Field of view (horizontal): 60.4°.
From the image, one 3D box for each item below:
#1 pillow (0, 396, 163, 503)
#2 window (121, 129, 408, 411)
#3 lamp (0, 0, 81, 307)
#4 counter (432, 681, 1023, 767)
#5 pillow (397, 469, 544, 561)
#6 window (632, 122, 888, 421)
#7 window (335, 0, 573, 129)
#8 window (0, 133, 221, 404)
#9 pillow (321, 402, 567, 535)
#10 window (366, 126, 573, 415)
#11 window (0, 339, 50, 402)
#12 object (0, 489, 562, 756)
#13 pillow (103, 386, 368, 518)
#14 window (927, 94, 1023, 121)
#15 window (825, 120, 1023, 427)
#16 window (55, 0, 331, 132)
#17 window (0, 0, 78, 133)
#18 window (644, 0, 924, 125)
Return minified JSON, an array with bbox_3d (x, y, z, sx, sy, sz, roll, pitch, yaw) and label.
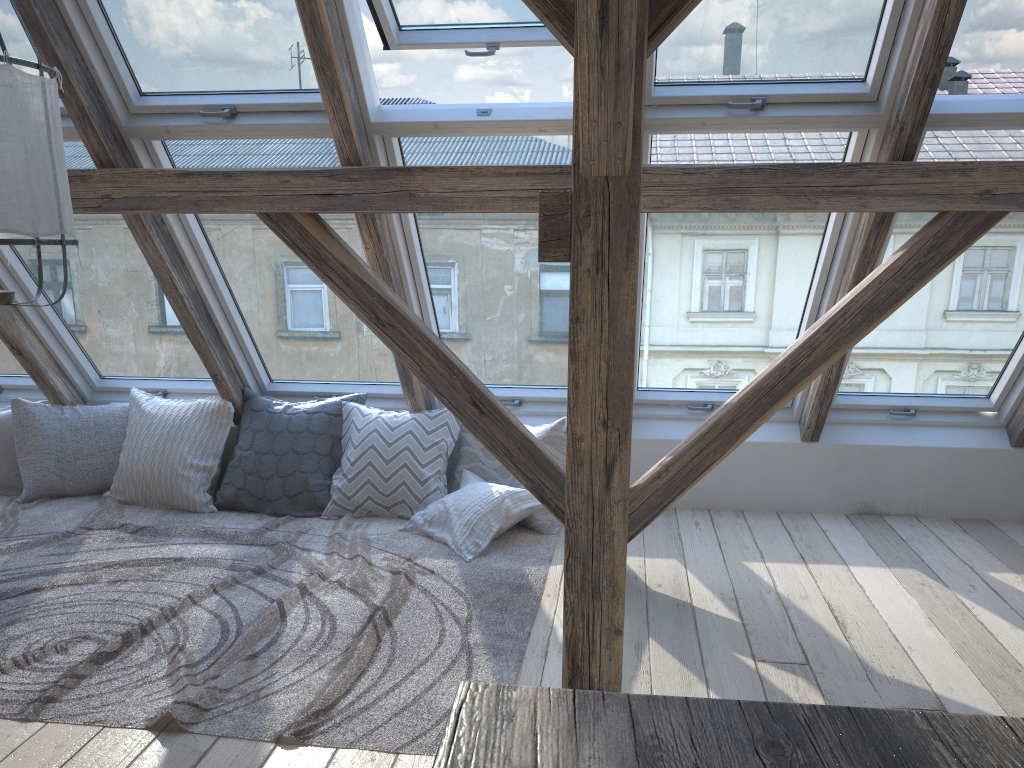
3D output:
[{"bbox_3d":[-2.337,0.323,4.401,1.133,0.541,0.423,0,13,0],"label":"pillow"},{"bbox_3d":[-0.943,-0.440,3.827,0.855,1.314,1.066,2,13,7],"label":"window"},{"bbox_3d":[-1.185,-1.115,1.746,0.395,1.951,0.400,-13,20,-40],"label":"lamp"},{"bbox_3d":[1.103,0.660,1.029,2.240,0.877,3.715,1,9,7],"label":"counter"},{"bbox_3d":[-0.175,0.560,3.795,0.469,0.249,0.528,-9,13,-41],"label":"pillow"},{"bbox_3d":[0.883,-0.400,3.604,0.855,1.314,1.066,2,13,7],"label":"window"},{"bbox_3d":[-0.147,-1.463,2.489,0.855,1.313,1.368,2,12,7],"label":"window"},{"bbox_3d":[-1.855,-0.459,3.938,0.855,1.314,1.066,2,13,7],"label":"window"},{"bbox_3d":[-0.269,0.372,4.080,1.153,0.550,0.488,2,13,12],"label":"pillow"},{"bbox_3d":[-0.030,-0.420,3.716,0.855,1.314,1.066,2,13,7],"label":"window"},{"bbox_3d":[-2.768,-0.479,4.050,0.855,1.314,1.066,2,13,7],"label":"window"},{"bbox_3d":[-1.462,0.694,3.385,3.184,0.058,2.132,1,9,7],"label":"object"},{"bbox_3d":[-1.354,0.313,4.247,1.271,0.580,0.455,2,13,8],"label":"pillow"},{"bbox_3d":[1.680,-1.426,2.279,0.855,1.313,1.480,2,12,7],"label":"window"},{"bbox_3d":[1.795,-0.381,3.493,0.855,1.314,1.066,2,13,7],"label":"window"},{"bbox_3d":[-1.066,-1.475,2.554,0.855,1.314,1.066,2,13,7],"label":"window"},{"bbox_3d":[-1.978,-1.495,2.665,0.855,1.314,1.066,2,13,7],"label":"window"},{"bbox_3d":[0.760,-1.436,2.331,0.855,1.314,1.066,2,13,7],"label":"window"}]
